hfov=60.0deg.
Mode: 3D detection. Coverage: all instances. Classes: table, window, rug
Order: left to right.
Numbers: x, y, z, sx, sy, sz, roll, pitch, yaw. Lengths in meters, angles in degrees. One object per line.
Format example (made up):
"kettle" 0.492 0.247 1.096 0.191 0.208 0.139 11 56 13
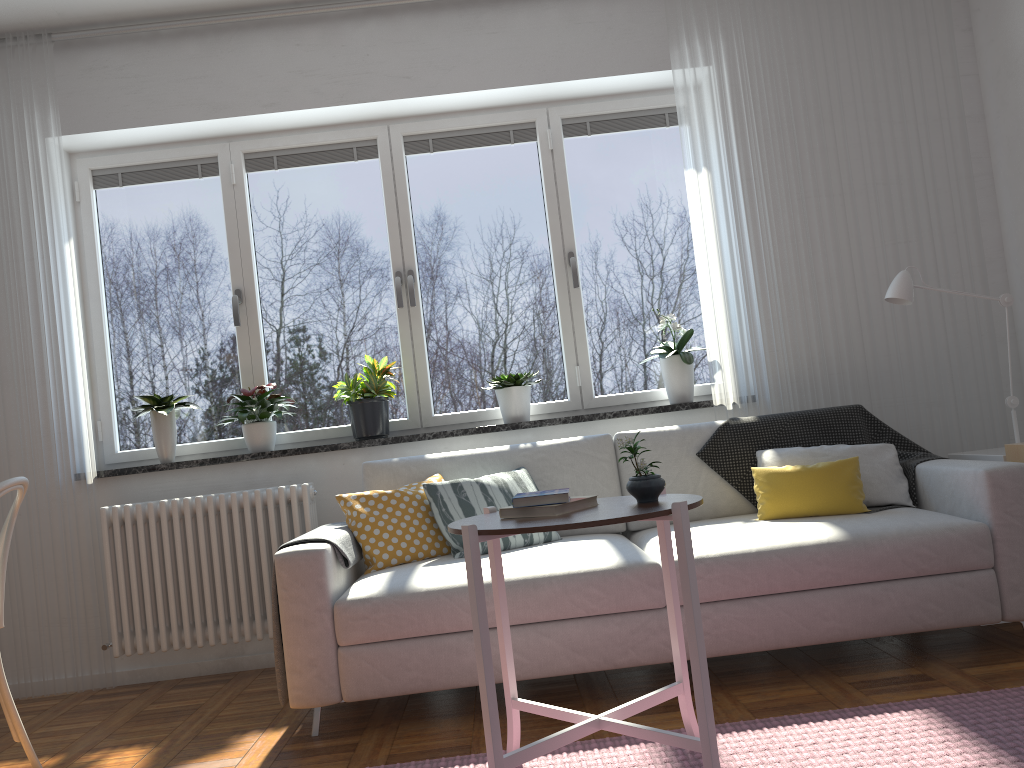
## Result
"window" -0.505 -0.513 4.174 3.020 1.509 0.151 -7 -3 -1
"table" 0.189 0.634 2.141 0.617 0.687 0.618 -6 -3 -3
"rug" 0.552 0.881 1.292 2.457 0.008 2.368 -7 -4 -1

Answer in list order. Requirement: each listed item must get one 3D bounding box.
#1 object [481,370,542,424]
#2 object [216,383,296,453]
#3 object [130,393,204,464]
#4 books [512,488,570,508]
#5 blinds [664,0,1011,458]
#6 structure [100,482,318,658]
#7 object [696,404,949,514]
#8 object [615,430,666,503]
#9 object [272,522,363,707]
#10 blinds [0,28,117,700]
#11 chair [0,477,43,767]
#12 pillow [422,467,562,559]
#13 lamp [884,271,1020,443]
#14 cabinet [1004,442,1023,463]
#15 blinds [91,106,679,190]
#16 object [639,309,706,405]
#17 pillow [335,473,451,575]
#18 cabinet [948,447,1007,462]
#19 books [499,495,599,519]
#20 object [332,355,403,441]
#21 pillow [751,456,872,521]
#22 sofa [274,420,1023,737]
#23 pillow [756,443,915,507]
"object" 0.007 0.060 4.034 0.267 0.237 0.284 -6 -3 -19
"object" -1.146 0.157 4.021 0.379 0.308 0.371 -5 -4 -27
"object" -1.541 0.196 3.960 0.292 0.315 0.354 -6 -3 -10
"books" 0.074 0.279 2.176 0.136 0.024 0.175 -7 -4 4
"blinds" 1.467 -0.516 3.924 1.292 2.884 0.055 -7 -3 -1
"structure" -1.251 0.780 3.781 0.972 0.623 0.224 -7 -3 -1
"object" 1.324 0.408 3.530 0.978 0.647 0.678 -5 -4 -31
"object" 0.314 0.200 2.155 0.108 0.174 0.096 -5 -3 -22
"object" -0.653 0.785 3.161 0.288 0.533 0.609 -7 -3 -1
"blinds" -2.375 -0.074 3.848 1.037 2.884 0.055 -7 -3 -1
"chair" -0.122 0.388 2.938 3.693 1.341 0.448 -6 -3 -16
"pillow" -0.067 0.476 3.346 0.469 0.288 0.310 -5 -4 -30
"lamp" 0.012 0.341 2.422 4.589 1.345 0.333 -4 -3 -31
"cabinet" 1.966 0.505 2.996 0.349 0.642 0.301 -7 -3 -1
"blinds" -0.577 -1.127 4.237 2.844 0.098 0.015 -7 -3 -1
"object" 0.741 -0.125 4.107 0.286 0.443 0.340 -6 -3 -13
"pillow" -0.399 0.517 3.355 0.464 0.317 0.313 -4 -4 -33
"cabinet" 2.014 0.547 3.411 0.400 0.600 0.400 -7 -3 -1
"books" 0.094 0.303 2.192 0.163 0.026 0.209 -9 -4 34
"object" -0.670 0.063 4.005 0.333 0.384 0.299 -7 -3 14
"pillow" 1.077 0.381 3.225 0.402 0.194 0.211 -8 -3 16
"sofa" 0.473 0.595 3.279 2.461 0.842 1.005 -7 -3 -1
"pillow" 1.219 0.358 3.380 0.532 0.259 0.301 -7 -3 13
